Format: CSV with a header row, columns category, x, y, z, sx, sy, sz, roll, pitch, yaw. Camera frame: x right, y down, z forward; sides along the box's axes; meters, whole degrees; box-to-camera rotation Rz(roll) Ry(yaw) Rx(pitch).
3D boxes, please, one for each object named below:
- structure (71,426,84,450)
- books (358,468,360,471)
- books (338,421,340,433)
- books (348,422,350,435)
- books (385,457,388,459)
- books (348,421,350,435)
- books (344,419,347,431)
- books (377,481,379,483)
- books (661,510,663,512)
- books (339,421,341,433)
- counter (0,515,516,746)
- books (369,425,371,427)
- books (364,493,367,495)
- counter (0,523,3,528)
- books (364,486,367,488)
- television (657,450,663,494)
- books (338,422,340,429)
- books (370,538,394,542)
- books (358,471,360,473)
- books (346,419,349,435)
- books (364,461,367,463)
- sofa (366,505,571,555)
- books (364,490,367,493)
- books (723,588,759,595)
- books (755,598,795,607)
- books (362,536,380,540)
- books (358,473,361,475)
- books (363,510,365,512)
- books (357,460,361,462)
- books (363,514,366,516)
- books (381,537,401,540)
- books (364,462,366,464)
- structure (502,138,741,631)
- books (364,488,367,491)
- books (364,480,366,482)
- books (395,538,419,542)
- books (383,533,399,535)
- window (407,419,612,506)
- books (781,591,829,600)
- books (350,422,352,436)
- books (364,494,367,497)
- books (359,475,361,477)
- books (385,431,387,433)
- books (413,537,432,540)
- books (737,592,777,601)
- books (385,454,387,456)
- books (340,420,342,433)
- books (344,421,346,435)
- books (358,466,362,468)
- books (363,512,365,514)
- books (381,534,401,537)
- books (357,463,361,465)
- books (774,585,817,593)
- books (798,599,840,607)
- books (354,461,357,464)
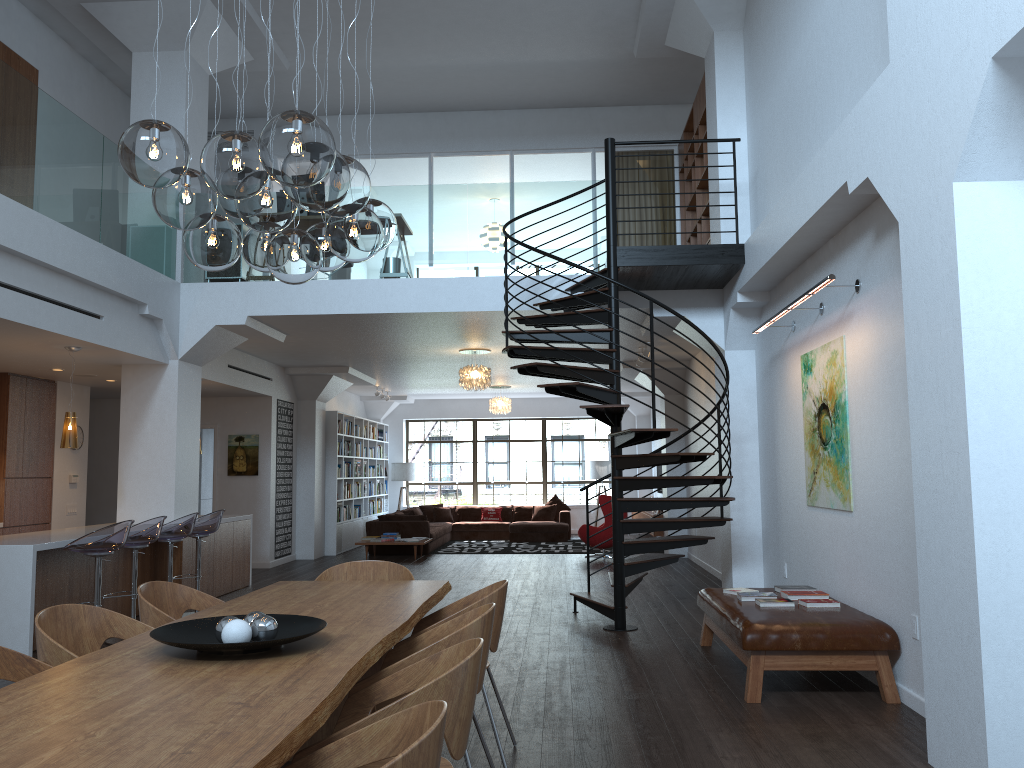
category,x,y,z,sx,sy,sz,roll,pitch,yaw
structure,-5.428,0.669,11.041,0.040,0.300,0.300,-1,-6,3
books,-2.971,1.620,16.770,0.168,0.045,0.231,0,-6,-2
books,-3.038,0.748,15.231,0.161,0.218,0.101,-1,-6,3
books,-2.997,0.798,15.887,0.182,0.253,0.098,-1,-6,3
books,-2.851,1.602,19.157,0.284,0.035,0.197,-4,-7,33
books,-3.005,0.801,15.934,0.182,0.255,0.077,-1,-6,3
books,-3.019,0.762,15.724,0.176,0.293,0.125,-1,-6,3
books,-2.870,2.022,18.298,0.223,0.031,0.161,-1,-6,3
books,2.703,2.260,15.913,0.250,0.053,0.400,-1,-6,3
books,-3.034,0.749,15.265,0.161,0.222,0.084,-1,-6,3
counter,-2.953,1.649,7.006,3.039,0.860,8.182,2,-6,-26
books,-2.910,0.967,17.798,0.176,0.290,0.053,-1,-6,3
books,-2.952,2.122,17.166,0.251,0.037,0.160,-1,-6,8
counter,-5.934,1.316,7.448,0.600,0.050,4.387,-1,-6,3
books,-2.947,2.001,17.181,0.253,0.040,0.183,-1,-6,3
television,2.811,1.657,16.746,0.013,0.816,1.324,-1,-6,3
books,-3.050,0.747,15.166,0.167,0.210,0.162,-1,-6,3
books,-2.083,2.501,14.210,0.236,0.035,0.340,-4,-6,28
books,-2.986,1.663,16.753,0.180,0.042,0.259,-1,-6,3
books,-3.020,0.769,15.786,0.197,0.290,0.136,-1,-6,3
books,-2.940,1.504,17.134,0.224,0.030,0.161,-2,-6,13
sofa,-0.612,2.699,16.787,3.481,0.664,4.197,-1,-6,3
books,-2.955,2.086,17.194,0.259,0.040,0.180,-1,-6,3
books,1.670,1.516,6.478,0.161,0.031,0.223,1,-6,-19
books,1.745,1.452,5.892,0.224,0.032,0.161,-1,-6,3
books,-2.311,2.533,14.565,0.241,0.045,0.334,-1,-6,5
books,-2.961,1.703,16.752,0.160,0.039,0.251,-1,-6,8
books,-2.987,2.458,17.105,0.254,0.032,0.174,-1,-6,8
books,-2.957,1.456,16.799,0.129,0.043,0.185,-2,-6,17
books,-2.982,2.524,17.095,0.284,0.035,0.197,-1,-6,3
books,-1.991,2.538,14.606,0.312,0.037,0.216,0,-6,-7
books,-2.940,1.532,17.123,0.223,0.031,0.161,-1,-6,3
structure,0.912,-0.060,7.858,1.998,4.352,1.998,4,-7,-36
books,-2.942,2.042,17.184,0.231,0.044,0.168,0,-6,-2
books,-2.931,1.881,17.185,0.185,0.041,0.129,-2,-6,17
books,-1.682,2.492,14.180,0.342,0.040,0.231,-6,-8,43
books,-1.991,2.471,14.615,0.224,0.027,0.157,-1,-6,8
window,-0.053,1.756,19.915,4.648,1.905,0.114,-1,-6,3
books,2.041,1.475,6.181,0.283,0.043,0.197,-1,-6,2
books,-2.992,0.815,16.075,0.182,0.255,0.077,-1,-6,3
books,-2.949,2.159,17.160,0.246,0.038,0.171,-1,-6,3
books,-2.957,1.742,16.750,0.171,0.039,0.246,-1,-6,3
books,-2.807,1.154,19.385,0.140,0.231,0.042,-1,-6,3
books,-1.509,2.524,14.513,0.256,0.035,0.350,-4,-6,28
books,1.702,1.478,6.158,0.247,0.040,0.185,-1,-6,6
books,-2.850,1.535,19.158,0.254,0.032,0.174,-5,-7,38
books,-3.037,0.742,15.340,0.170,0.251,0.118,-1,-6,3
books,-3.018,0.777,15.634,0.174,0.242,0.105,-1,-6,3
books,-2.964,1.578,16.770,0.183,0.042,0.253,-1,-6,3
books,-2.983,2.490,17.099,0.284,0.033,0.197,1,-6,-12
books,-1.996,2.503,14.614,0.279,0.035,0.191,-2,-6,13
books,-2.984,1.516,16.807,0.223,0.027,0.161,0,-6,-7
books,2.077,1.508,6.497,0.254,0.044,0.183,0,-6,-2
books,2.026,1.446,5.851,0.224,0.036,0.161,0,-6,-3
books,-2.973,1.449,16.390,0.174,0.045,0.240,-1,-6,2
